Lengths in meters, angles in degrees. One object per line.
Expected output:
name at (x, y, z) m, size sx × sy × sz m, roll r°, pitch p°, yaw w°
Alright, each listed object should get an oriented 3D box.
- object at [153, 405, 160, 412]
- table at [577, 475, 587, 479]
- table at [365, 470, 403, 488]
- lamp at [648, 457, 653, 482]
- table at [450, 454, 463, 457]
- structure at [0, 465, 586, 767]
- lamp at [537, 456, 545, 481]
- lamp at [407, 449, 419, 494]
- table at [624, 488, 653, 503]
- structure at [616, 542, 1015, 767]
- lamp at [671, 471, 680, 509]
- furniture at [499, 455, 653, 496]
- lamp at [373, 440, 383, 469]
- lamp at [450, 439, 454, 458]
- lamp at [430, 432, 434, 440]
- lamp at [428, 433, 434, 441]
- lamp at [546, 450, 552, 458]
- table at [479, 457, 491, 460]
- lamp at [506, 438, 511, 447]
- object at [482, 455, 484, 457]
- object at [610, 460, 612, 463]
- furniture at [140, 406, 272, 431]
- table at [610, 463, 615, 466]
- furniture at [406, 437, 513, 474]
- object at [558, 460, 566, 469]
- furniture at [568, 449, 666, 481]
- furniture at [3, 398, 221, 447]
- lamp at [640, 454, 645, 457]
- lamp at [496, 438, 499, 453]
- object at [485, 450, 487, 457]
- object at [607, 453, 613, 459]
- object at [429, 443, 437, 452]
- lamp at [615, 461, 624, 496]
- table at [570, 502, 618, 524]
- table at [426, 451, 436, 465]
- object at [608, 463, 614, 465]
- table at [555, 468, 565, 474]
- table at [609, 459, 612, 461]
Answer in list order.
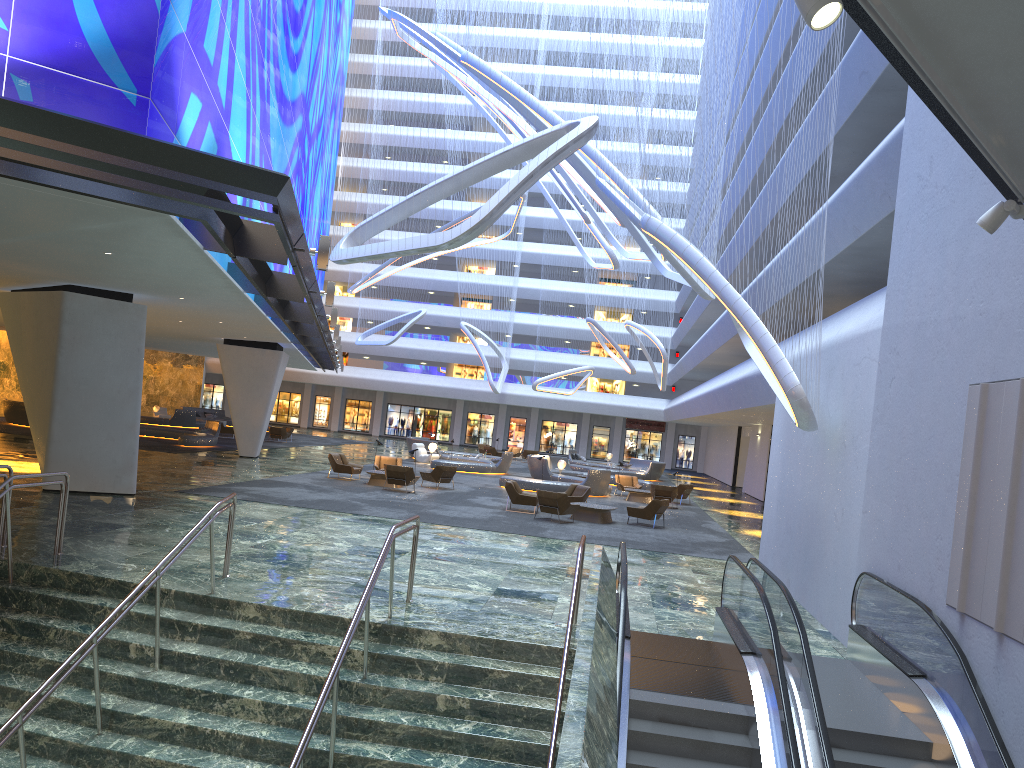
object at (-20.428, 1.419, 50.916) m, size 0.366 × 0.387 × 0.318 m, roll 6°, pitch -1°, yaw 14°
table at (3.316, 4.083, 37.188) m, size 1.202 × 0.392 × 1.204 m, roll 6°, pitch -2°, yaw 7°
table at (-3.834, 2.899, 27.010) m, size 1.202 × 0.392 × 1.204 m, roll 6°, pitch -2°, yaw 7°
lamp at (7.114, 4.382, 45.685) m, size 0.202 × 1.300 × 0.383 m, roll 6°, pitch -1°, yaw -34°
table at (-2.768, 3.679, 43.837) m, size 0.672 × 0.406 × 0.672 m, roll 5°, pitch -2°, yaw 26°
structure at (-5.127, 5.045, 1.671) m, size 9.300 × 8.396 × 19.754 m, roll 6°, pitch -2°, yaw 7°
lamp at (0.978, 3.124, 30.833) m, size 0.383 × 1.300 × 0.202 m, roll 6°, pitch 0°, yaw 24°
lamp at (-2.874, 2.494, 25.551) m, size 0.383 × 1.300 × 0.202 m, roll 6°, pitch 0°, yaw 24°
table at (4.582, 4.004, 31.676) m, size 1.202 × 0.392 × 1.204 m, roll 6°, pitch -2°, yaw 6°
structure at (1.280, 5.700, 1.361) m, size 3.015 × 8.236 × 19.850 m, roll 6°, pitch -2°, yaw 7°
lamp at (5.541, 3.599, 30.217) m, size 0.383 × 1.300 × 0.202 m, roll 6°, pitch 0°, yaw 24°
furniture at (2.243, 3.577, 35.326) m, size 5.179 × 0.969 × 9.946 m, roll 5°, pitch -2°, yaw 24°
lamp at (-4.380, 2.454, 28.712) m, size 0.201 × 1.300 × 0.384 m, roll 6°, pitch 0°, yaw 23°
lamp at (-2.657, 3.046, 38.932) m, size 0.202 × 1.300 × 0.384 m, roll 6°, pitch 0°, yaw -18°
lamp at (-4.280, 3.172, 46.596) m, size 0.202 × 1.300 × 0.383 m, roll 7°, pitch -1°, yaw -39°
lamp at (-4.118, 3.094, 44.188) m, size 0.384 × 1.300 × 0.202 m, roll 6°, pitch 0°, yaw 0°
lamp at (1.595, 3.517, 39.060) m, size 0.383 × 1.300 × 0.202 m, roll 6°, pitch 0°, yaw 24°
table at (-1.264, 3.847, 43.939) m, size 0.674 × 0.406 × 0.670 m, roll 7°, pitch -2°, yaw -31°
lamp at (-0.266, 3.874, 53.254) m, size 0.385 × 1.300 × 0.201 m, roll 7°, pitch 0°, yaw -32°
object at (-1.441, 3.567, 43.983) m, size 0.071 × 0.118 × 0.151 m, roll 6°, pitch -2°, yaw 17°
object at (5.870, 4.639, 52.662) m, size 0.131 × 0.252 × 0.103 m, roll 6°, pitch -1°, yaw -10°
furniture at (-18.734, 1.959, 52.476) m, size 5.179 × 0.969 × 9.946 m, roll 5°, pitch -2°, yaw 24°
table at (5.482, 4.681, 49.222) m, size 0.418 × 0.595 × 0.428 m, roll 6°, pitch -1°, yaw 3°
furniture at (-2.626, 3.292, 41.620) m, size 5.185 × 0.969 × 9.933 m, roll 6°, pitch -2°, yaw -1°
object at (2.045, 3.302, 36.331) m, size 0.366 × 0.387 × 0.318 m, roll 6°, pitch -1°, yaw 14°
furniture at (5.762, 4.542, 50.048) m, size 5.184 × 0.969 × 9.936 m, roll 6°, pitch -2°, yaw 3°
furniture at (-16.611, 1.568, 36.699) m, size 9.914 × 0.969 × 5.195 m, roll 5°, pitch -2°, yaw 24°
lamp at (7.300, 4.563, 49.739) m, size 0.384 × 1.300 × 0.202 m, roll 6°, pitch 0°, yaw 6°
lamp at (-0.845, 3.674, 49.799) m, size 0.202 × 1.300 × 0.383 m, roll 6°, pitch -1°, yaw -31°
object at (-1.296, 3.466, 44.059) m, size 0.066 × 0.355 × 0.076 m, roll 6°, pitch 0°, yaw -26°
object at (6.090, 4.501, 55.280) m, size 0.367 × 0.387 × 0.318 m, roll 6°, pitch -1°, yaw -11°
object at (-3.523, 2.817, 39.475) m, size 0.367 × 0.387 × 0.318 m, roll 6°, pitch -1°, yaw -11°
lamp at (4.036, 3.559, 33.378) m, size 0.201 × 1.300 × 0.384 m, roll 6°, pitch 0°, yaw 23°
table at (2.116, 3.407, 23.402) m, size 1.201 × 0.392 × 1.205 m, roll 5°, pitch -2°, yaw 25°
table at (-3.606, 3.300, 39.431) m, size 0.418 × 0.595 × 0.427 m, roll 7°, pitch -1°, yaw -19°
object at (5.897, 4.754, 52.697) m, size 0.381 × 0.038 × 0.381 m, roll 6°, pitch -2°, yaw -1°
table at (1.947, 3.784, 36.303) m, size 0.418 × 0.595 × 0.428 m, roll 6°, pitch -1°, yaw 6°
table at (6.006, 4.984, 55.236) m, size 0.418 × 0.595 × 0.427 m, roll 7°, pitch -1°, yaw -19°
